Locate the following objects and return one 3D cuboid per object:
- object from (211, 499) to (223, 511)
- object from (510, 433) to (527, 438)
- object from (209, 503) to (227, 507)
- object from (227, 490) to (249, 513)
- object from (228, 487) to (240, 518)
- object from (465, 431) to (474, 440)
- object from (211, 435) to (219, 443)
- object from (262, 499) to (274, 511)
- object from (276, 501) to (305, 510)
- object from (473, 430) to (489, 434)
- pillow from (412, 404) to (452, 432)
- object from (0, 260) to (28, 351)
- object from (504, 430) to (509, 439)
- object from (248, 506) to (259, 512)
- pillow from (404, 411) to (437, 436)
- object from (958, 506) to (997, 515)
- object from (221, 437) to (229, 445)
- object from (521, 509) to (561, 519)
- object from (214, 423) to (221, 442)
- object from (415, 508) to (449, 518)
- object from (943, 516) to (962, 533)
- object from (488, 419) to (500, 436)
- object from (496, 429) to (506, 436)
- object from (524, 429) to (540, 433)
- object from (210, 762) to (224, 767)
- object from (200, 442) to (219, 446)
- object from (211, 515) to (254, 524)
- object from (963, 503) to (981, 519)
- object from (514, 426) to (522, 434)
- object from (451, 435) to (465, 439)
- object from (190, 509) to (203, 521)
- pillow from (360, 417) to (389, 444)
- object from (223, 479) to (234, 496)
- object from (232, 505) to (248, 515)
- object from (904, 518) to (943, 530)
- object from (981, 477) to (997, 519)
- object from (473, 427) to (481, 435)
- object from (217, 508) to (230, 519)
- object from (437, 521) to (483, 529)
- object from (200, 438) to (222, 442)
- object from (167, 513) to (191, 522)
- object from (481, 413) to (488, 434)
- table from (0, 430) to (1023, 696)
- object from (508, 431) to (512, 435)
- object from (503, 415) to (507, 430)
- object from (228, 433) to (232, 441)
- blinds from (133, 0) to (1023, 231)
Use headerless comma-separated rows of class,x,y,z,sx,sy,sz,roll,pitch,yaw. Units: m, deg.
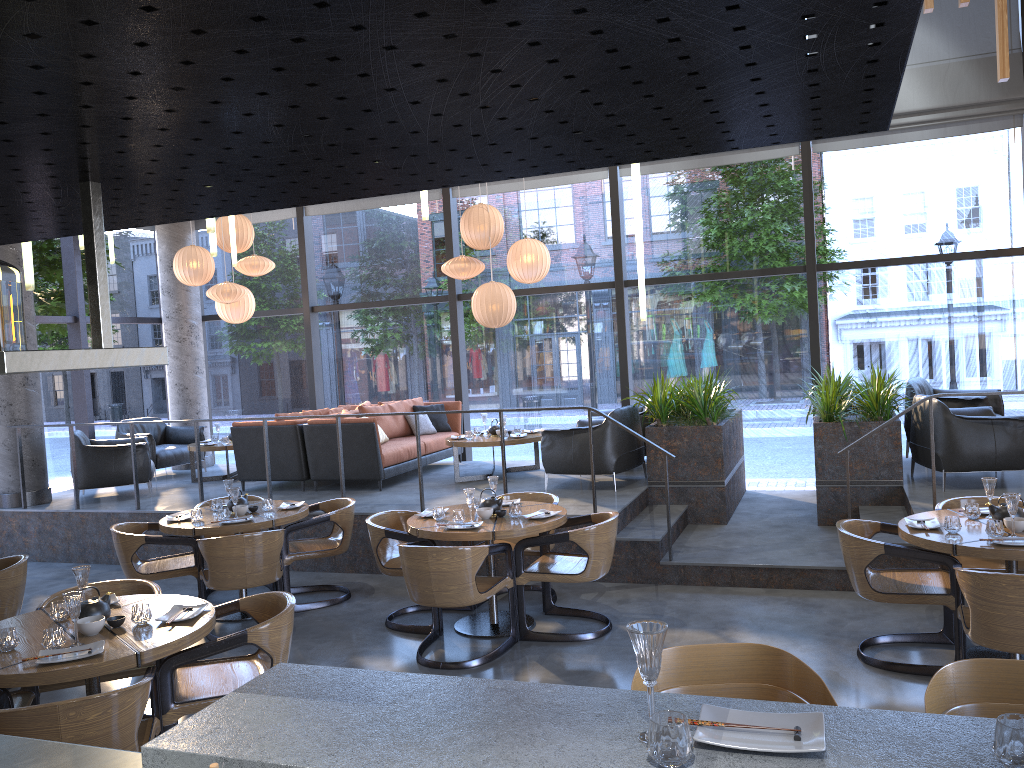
object,-2.310,0.949,6.938,0.086,0.086,0.086,-5,3,-32
object,0.068,0.535,9.087,0.170,0.025,0.294,-3,2,1
object,-2.282,0.970,7.128,0.294,0.025,0.170,-5,3,-34
object,-2.112,0.895,6.823,0.163,0.179,0.168,-4,2,-14
object,-2.038,0.878,6.530,0.082,0.227,0.082,-1,3,41
object,-0.443,0.531,9.173,0.086,0.086,0.086,-2,3,24
object,-3.549,0.658,10.589,0.086,0.086,0.086,-3,2,12
object,-1.874,0.928,6.799,0.086,0.086,0.086,-2,3,29
object,-1.721,0.948,6.861,0.170,0.025,0.294,-3,2,1
object,-0.346,0.532,9.756,0.294,0.025,0.170,-5,3,-34
pillow,-0.962,0.413,10.582,0.418,0.345,0.242,-5,3,-29
object,-1.354,-0.185,1.979,0.630,0.274,0.139,-3,2,18
object,-0.079,0.515,9.040,0.086,0.086,0.086,-2,3,24
object,-1.975,0.958,6.774,0.080,0.042,0.080,-3,2,5
pillow,-1.066,0.463,10.321,0.203,0.263,0.332,-1,3,40
object,2.778,0.747,5.215,0.294,0.025,0.170,-3,2,5
object,-3.318,0.657,10.264,0.086,0.086,0.086,-4,3,-21
object,0.179,0.874,5.894,0.170,0.025,0.294,-1,3,40
object,-3.543,0.582,10.692,0.082,0.227,0.082,-5,3,-31
object,-0.569,0.907,6.188,0.170,0.025,0.294,-3,2,17
object,2.372,0.758,4.776,0.086,0.086,0.086,-6,3,-45
object,-0.176,0.457,9.451,0.163,0.179,0.168,-4,2,-14
object,-0.111,0.516,9.318,0.116,0.065,0.116,-5,3,-40
object,0.214,0.509,9.490,0.170,0.025,0.294,-3,2,1
object,-0.565,0.834,1.690,0.040,0.203,0.100,-4,2,-8
object,-3.504,0.699,10.280,0.170,0.025,0.294,-6,3,-45
object,-2.014,0.985,6.387,0.294,0.025,0.170,-4,3,-22
object,2.637,0.730,5.084,0.086,0.086,0.086,-3,2,2
object,0.062,0.490,9.427,0.086,0.086,0.086,-2,3,24
object,-0.562,0.563,9.318,0.170,0.025,0.294,-3,2,1
object,-2.322,0.966,6.531,0.086,0.086,0.086,-5,3,-39
pillow,-1.503,0.494,9.529,0.289,0.311,0.393,-3,2,1
object,-2.232,0.870,7.001,0.082,0.227,0.082,-3,2,2
object,-2.047,0.954,6.690,0.116,0.065,0.116,-4,2,-12
object,2.299,0.787,4.950,0.170,0.025,0.294,-3,2,17
object,2.739,0.653,5.081,0.082,0.227,0.082,-1,3,41
object,-0.374,0.510,9.566,0.086,0.086,0.086,-5,3,-32
object,-2.113,0.955,6.502,0.086,0.086,0.086,-3,2,6
object,-0.347,0.913,5.710,0.294,0.025,0.170,-3,2,17
object,-3.663,0.689,10.742,0.170,0.025,0.294,-3,2,10
object,-2.487,1.004,6.620,0.170,0.025,0.294,-4,3,-22
object,-0.296,0.432,9.629,0.082,0.227,0.082,-3,2,2
table,0.179,1.142,6.270,10.659,0.968,6.876,-3,3,21
object,-0.039,0.520,9.402,0.080,0.042,0.080,-3,2,5
object,-0.082,0.440,9.122,0.082,0.227,0.082,-5,3,-27
object,-3.331,0.596,10.651,0.168,0.179,0.163,-2,3,30
blinds,-3.154,-3.001,7.942,17.610,2.314,8.760,-5,3,-26
